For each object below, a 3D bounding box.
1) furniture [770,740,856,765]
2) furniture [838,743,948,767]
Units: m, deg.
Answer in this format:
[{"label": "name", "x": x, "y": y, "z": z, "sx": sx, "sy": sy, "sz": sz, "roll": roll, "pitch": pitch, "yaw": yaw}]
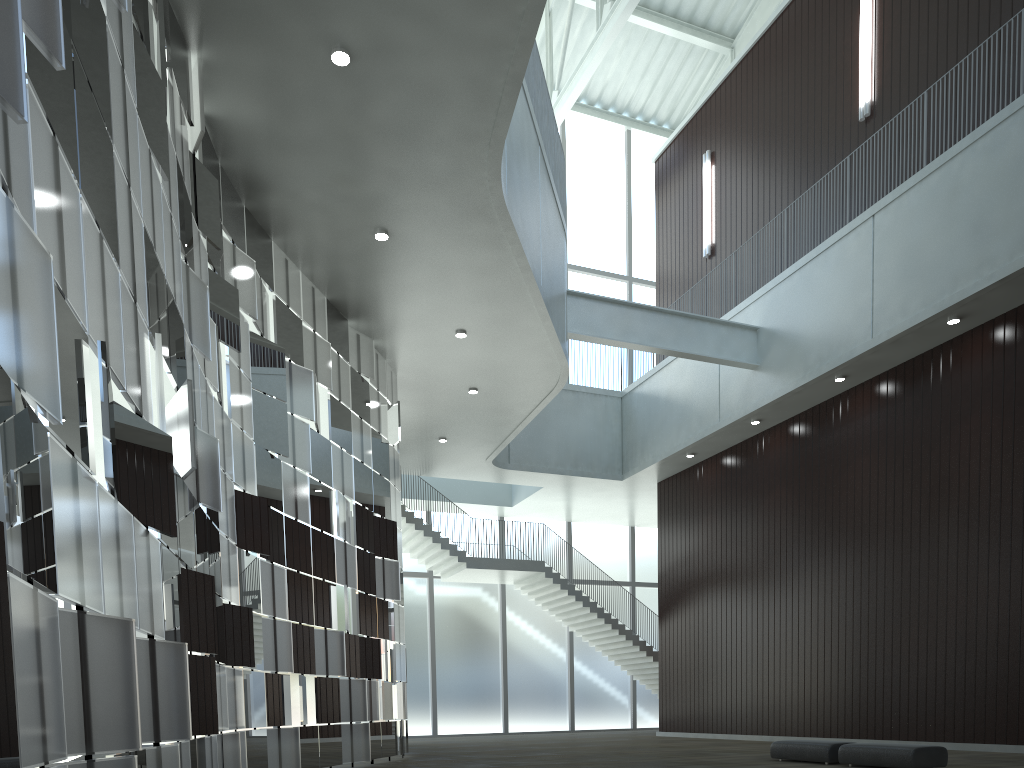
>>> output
[{"label": "furniture", "x": 14.633, "y": 17.782, "z": 38.705, "sx": 2.136, "sy": 1.030, "sz": 4.272, "roll": 5, "pitch": -21, "yaw": -21}, {"label": "furniture", "x": 16.340, "y": 16.058, "z": 34.521, "sx": 2.136, "sy": 1.030, "sz": 4.272, "roll": 5, "pitch": -21, "yaw": -21}]
